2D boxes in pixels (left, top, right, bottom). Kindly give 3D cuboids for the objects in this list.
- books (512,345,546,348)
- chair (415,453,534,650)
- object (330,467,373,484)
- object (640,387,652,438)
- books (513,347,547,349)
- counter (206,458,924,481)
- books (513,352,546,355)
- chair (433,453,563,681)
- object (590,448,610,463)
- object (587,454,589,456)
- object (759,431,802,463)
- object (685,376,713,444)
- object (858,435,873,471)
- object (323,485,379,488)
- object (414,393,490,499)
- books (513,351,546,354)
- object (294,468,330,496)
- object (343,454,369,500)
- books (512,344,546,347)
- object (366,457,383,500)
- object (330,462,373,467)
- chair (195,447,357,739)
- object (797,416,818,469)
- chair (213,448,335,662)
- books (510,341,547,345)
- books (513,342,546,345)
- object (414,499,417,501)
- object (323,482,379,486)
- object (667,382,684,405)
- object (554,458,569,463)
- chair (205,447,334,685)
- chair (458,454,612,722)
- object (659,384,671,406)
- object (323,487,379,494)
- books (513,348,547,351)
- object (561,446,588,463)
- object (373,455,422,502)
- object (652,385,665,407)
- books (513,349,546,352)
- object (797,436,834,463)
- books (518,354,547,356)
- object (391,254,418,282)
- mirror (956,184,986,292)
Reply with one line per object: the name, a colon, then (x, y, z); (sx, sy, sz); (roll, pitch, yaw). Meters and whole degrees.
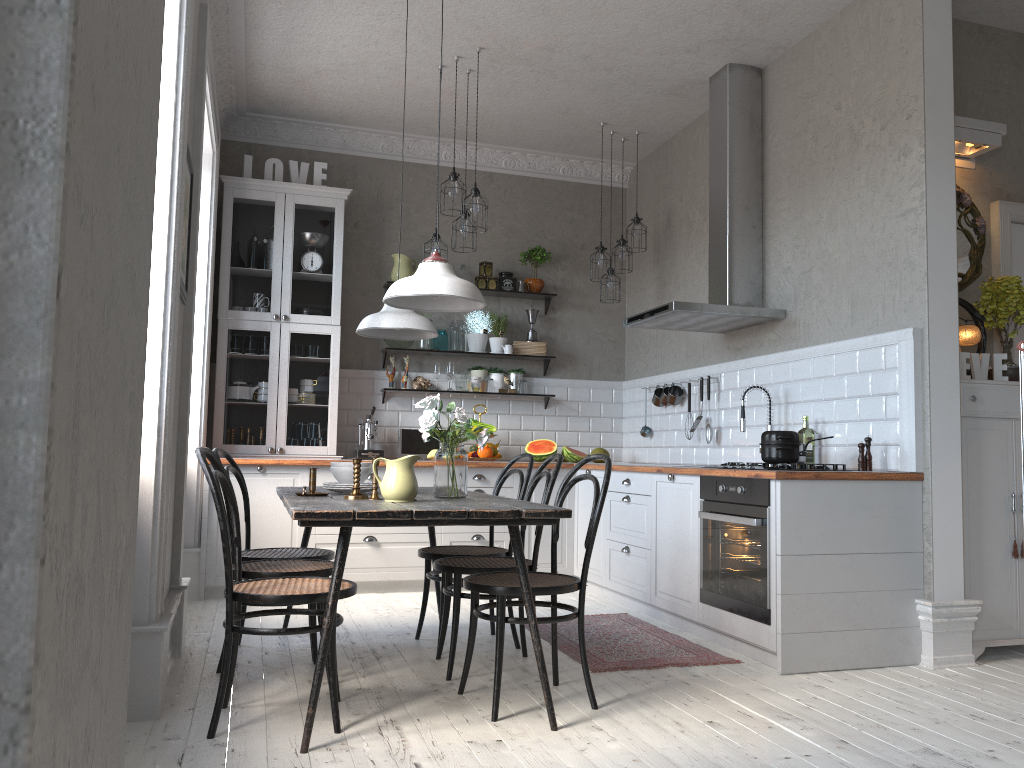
books: (0.129, -0.283, 6.921); (0.263, 0.011, 0.156); (2, -5, -12)
chair: (-0.178, 0.791, 4.276); (0.557, 0.920, 0.432); (3, -5, -20)
object: (-0.695, 0.406, 3.828); (0.183, 0.094, 0.176); (3, -5, -26)
object: (1.006, 0.213, 6.652); (0.078, 0.379, 0.081); (3, -5, -17)
books: (0.129, -0.272, 6.920); (0.264, 0.011, 0.156); (2, -5, -15)
counter: (-0.123, 0.475, 5.110); (3.202, 0.039, 3.347); (2, -5, -17)
books: (0.128, -0.229, 6.916); (0.263, 0.011, 0.156); (2, -5, -12)
chair: (-0.061, 0.755, 3.813); (0.553, 0.920, 0.434); (2, -5, -10)
object: (0.668, 0.544, 6.727); (0.129, 0.119, 0.208); (-2, -6, 36)
object: (0.522, 0.565, 6.729); (0.118, 0.073, 0.204); (-2, -6, 36)
object: (1.233, 0.290, 4.072); (0.194, 0.147, 0.189); (5, -6, -37)
object: (1.215, 0.173, 5.801); (0.082, 0.443, 0.325); (2, -5, -16)
object: (1.641, 0.322, 4.119); (0.074, 0.167, 0.035); (3, -5, -18)
object: (-0.695, 0.450, 3.825); (0.232, 0.027, 0.242); (-3, -6, 40)
object: (-0.239, 0.247, 3.518); (0.316, 0.414, 0.248); (3, -5, -19)
books: (0.128, -0.240, 6.917); (0.262, 0.016, 0.157); (1, -5, -5)
object: (-0.801, 0.393, 3.558); (0.142, 0.112, 0.136); (4, -6, -35)
object: (-0.592, 0.352, 3.380); (0.098, 0.172, 0.094); (4, -6, -36)
books: (0.129, -0.293, 6.921); (0.262, 0.016, 0.157); (1, -5, -5)
object: (-0.514, 0.349, 3.331); (0.062, 0.172, 0.062); (1, -5, 4)
object: (-0.694, 0.386, 3.830); (0.183, 0.094, 0.176); (3, -5, -26)
chair: (-0.810, 0.680, 3.030); (0.553, 0.920, 0.434); (2, -5, -10)
object: (1.556, 0.308, 4.645); (0.090, 0.282, 0.081); (3, -5, -17)
chair: (-1.085, 0.755, 4.019); (0.551, 0.920, 0.436); (1, -5, -5)
books: (0.130, -0.315, 6.923); (0.263, 0.011, 0.156); (2, -5, -12)
books: (0.130, -0.304, 6.922); (0.263, 0.016, 0.156); (2, -5, -9)
object: (-0.385, 0.354, 3.336); (0.059, 0.167, 0.059); (1, -5, -4)
object: (-0.695, 0.442, 3.826); (0.236, 0.027, 0.238); (0, -5, 6)
object: (1.137, 0.068, 6.168); (0.108, 0.161, 0.136); (1, -5, 0)
object: (0.381, 0.570, 6.783); (0.200, 0.067, 0.102); (2, -5, -11)
chair: (-0.967, 0.720, 3.554); (0.557, 0.920, 0.432); (3, -5, -20)
chair: (0.091, 0.717, 3.309); (0.557, 0.920, 0.432); (3, -5, -20)
object: (1.111, 0.077, 6.291); (0.109, 0.161, 0.135); (2, -5, -15)
object: (-0.695, 0.459, 3.824); (0.237, 0.027, 0.237); (1, -5, 1)
books: (0.129, -0.261, 6.919); (0.263, 0.011, 0.156); (2, -5, -12)
object: (0.477, 0.521, 6.536); (0.229, 0.127, 0.145); (4, -6, -34)
object: (-0.415, 0.344, 3.240); (0.133, 0.170, 0.152); (-2, -6, 34)
object: (1.075, 0.086, 6.413); (0.109, 0.161, 0.136); (1, -5, -5)
books: (0.128, -0.250, 6.918); (0.263, 0.016, 0.156); (2, -5, -9)
object: (1.428, 0.325, 4.372); (0.300, 0.134, 0.177); (0, -5, 17)
books: (0.128, -0.217, 6.915); (0.264, 0.011, 0.156); (2, -5, -15)
object: (-0.805, -0.846, 6.590); (0.191, 0.216, 0.172); (1, -5, -4)
mirror: (2.287, -0.773, 4.642); (0.539, 0.593, 0.070); (3, -5, -18)
